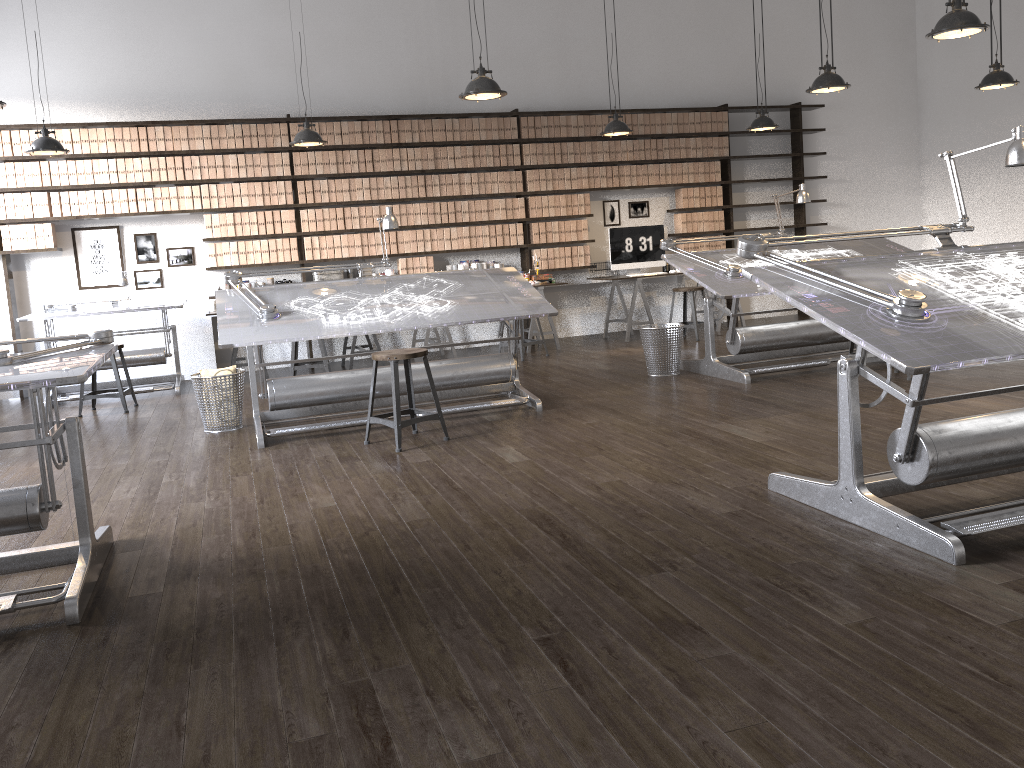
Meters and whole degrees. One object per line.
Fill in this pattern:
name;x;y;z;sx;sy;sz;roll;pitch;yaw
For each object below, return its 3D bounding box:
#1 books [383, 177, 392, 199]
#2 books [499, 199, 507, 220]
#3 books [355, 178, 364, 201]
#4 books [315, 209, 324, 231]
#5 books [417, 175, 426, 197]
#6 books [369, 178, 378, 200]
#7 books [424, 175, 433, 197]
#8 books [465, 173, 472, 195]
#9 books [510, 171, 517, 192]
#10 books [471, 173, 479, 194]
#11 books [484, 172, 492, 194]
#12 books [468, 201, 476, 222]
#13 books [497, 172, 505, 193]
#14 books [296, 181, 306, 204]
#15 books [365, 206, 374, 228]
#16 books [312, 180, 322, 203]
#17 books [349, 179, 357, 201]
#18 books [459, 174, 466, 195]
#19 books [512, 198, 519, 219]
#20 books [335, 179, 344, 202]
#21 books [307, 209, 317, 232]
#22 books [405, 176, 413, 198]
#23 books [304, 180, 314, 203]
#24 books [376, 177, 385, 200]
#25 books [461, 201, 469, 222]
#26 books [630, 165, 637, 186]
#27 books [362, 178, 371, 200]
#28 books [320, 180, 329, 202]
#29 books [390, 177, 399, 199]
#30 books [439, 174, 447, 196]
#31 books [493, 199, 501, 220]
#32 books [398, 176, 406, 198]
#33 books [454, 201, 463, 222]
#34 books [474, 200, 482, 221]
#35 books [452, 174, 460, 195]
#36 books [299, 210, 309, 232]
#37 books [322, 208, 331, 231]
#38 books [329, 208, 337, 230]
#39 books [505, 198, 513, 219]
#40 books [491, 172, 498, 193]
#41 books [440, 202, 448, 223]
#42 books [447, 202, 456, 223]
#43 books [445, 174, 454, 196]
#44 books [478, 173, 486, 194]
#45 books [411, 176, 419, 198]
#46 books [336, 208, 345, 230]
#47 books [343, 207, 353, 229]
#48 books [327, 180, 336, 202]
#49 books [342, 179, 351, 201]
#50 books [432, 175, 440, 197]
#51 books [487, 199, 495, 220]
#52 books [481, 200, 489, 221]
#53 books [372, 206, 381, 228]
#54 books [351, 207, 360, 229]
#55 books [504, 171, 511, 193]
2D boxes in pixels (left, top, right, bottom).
books;-1.262;-1.960;8.908;0.067;0.224;0.175;-6;7;-17
books;-0.118;-1.823;9.288;0.067;0.224;0.175;-6;7;-17
books;-1.530;-1.927;8.824;0.067;0.224;0.175;-6;7;-17
books;-1.901;-1.606;8.725;0.067;0.224;0.175;-6;7;-17
books;-0.932;-2.000;9.010;0.067;0.224;0.175;-6;7;-17
books;-1.396;-1.944;8.868;0.067;0.224;0.175;-6;7;-17
books;-0.862;-2.009;9.037;0.067;0.224;0.175;-6;7;-17
books;-0.472;-2.056;9.157;0.067;0.224;0.175;-6;7;-17
books;-0.013;-2.112;9.302;0.067;0.224;0.175;-6;7;-17
books;-0.403;-2.064;9.176;0.067;0.224;0.175;-6;7;-17
books;-0.272;-2.081;9.224;0.067;0.224;0.175;-6;7;-17
books;-0.437;-1.785;9.193;0.067;0.224;0.175;-6;7;-17
books;-0.135;-2.096;9.259;0.067;0.224;0.175;-6;7;-17
books;-2.062;-1.863;8.660;0.067;0.224;0.175;-6;7;-17
books;-1.437;-1.663;8.878;0.067;0.224;0.175;-6;7;-17
books;-1.920;-1.881;8.704;0.067;0.224;0.175;-6;7;-17
books;-1.591;-1.920;8.806;0.067;0.224;0.175;-6;7;-17
books;-0.532;-2.049;9.139;0.067;0.224;0.175;-6;7;-17
books;0.013;-1.839;9.336;0.067;0.224;0.175;-6;7;-17
books;-1.718;-1.905;8.767;0.067;0.224;0.175;-6;7;-17
books;-1.970;-1.597;8.704;0.067;0.224;0.175;-6;7;-17
books;-1.065;-1.984;8.971;0.067;0.224;0.175;-6;7;-17
books;-1.990;-1.871;8.677;0.067;0.224;0.175;-6;7;-17
books;-1.330;-1.952;8.891;0.067;0.224;0.175;-6;7;-17
books;-0.503;-1.776;9.168;0.067;0.224;0.175;-6;7;-17
books;1.298;-2.277;9.714;0.067;0.224;0.175;-6;7;-17
books;-1.461;-1.936;8.843;0.067;0.224;0.175;-6;7;-17
books;-1.852;-1.888;8.721;0.067;0.224;0.175;-6;7;-17
books;-1.193;-1.968;8.926;0.067;0.224;0.175;-6;7;-17
books;-0.728;-2.025;9.079;0.067;0.224;0.175;-6;7;-17
books;-0.181;-1.815;9.270;0.067;0.224;0.175;-6;7;-17
books;-1.124;-1.976;8.948;0.067;0.224;0.175;-6;7;-17
books;-0.572;-1.768;9.151;0.067;0.224;0.175;-6;7;-17
books;-0.369;-1.793;9.214;0.067;0.224;0.175;-6;7;-17
books;-0.594;-2.040;9.115;0.067;0.224;0.175;-6;7;-17
books;-2.040;-1.590;8.685;0.067;0.224;0.175;-6;7;-17
books;-1.842;-1.614;8.748;0.067;0.224;0.175;-6;7;-17
books;-1.781;-1.621;8.770;0.067;0.224;0.175;-6;7;-17
books;-0.052;-1.831;9.313;0.067;0.224;0.175;-6;7;-17
books;-0.204;-2.088;9.241;0.067;0.224;0.175;-6;7;-17
books;-0.713;-1.751;9.106;0.067;0.224;0.175;-6;7;-17
books;-0.641;-1.759;9.123;0.067;0.224;0.175;-6;7;-17
books;-0.660;-2.033;9.100;0.067;0.224;0.175;-6;7;-17
books;-0.337;-2.073;9.201;0.067;0.224;0.175;-6;7;-17
books;-1.004;-1.992;8.993;0.067;0.224;0.175;-6;7;-17
books;-1.709;-1.629;8.787;0.067;0.224;0.175;-6;7;-17
books;-1.640;-1.639;8.815;0.067;0.224;0.175;-6;7;-17
books;-1.786;-1.897;8.746;0.067;0.224;0.175;-6;7;-17
books;-1.652;-1.912;8.782;0.067;0.224;0.175;-6;7;-17
books;-0.793;-2.017;9.054;0.067;0.224;0.175;-6;7;-17
books;-0.242;-1.808;9.253;0.067;0.224;0.175;-6;7;-17
books;-0.304;-1.800;9.228;0.067;0.224;0.175;-6;7;-17
books;-1.372;-1.670;8.892;0.067;0.224;0.175;-6;7;-17
books;-1.571;-1.646;8.831;0.067;0.224;0.175;-6;7;-17
books;-0.071;-2.104;9.279;0.067;0.224;0.175;-6;7;-17
